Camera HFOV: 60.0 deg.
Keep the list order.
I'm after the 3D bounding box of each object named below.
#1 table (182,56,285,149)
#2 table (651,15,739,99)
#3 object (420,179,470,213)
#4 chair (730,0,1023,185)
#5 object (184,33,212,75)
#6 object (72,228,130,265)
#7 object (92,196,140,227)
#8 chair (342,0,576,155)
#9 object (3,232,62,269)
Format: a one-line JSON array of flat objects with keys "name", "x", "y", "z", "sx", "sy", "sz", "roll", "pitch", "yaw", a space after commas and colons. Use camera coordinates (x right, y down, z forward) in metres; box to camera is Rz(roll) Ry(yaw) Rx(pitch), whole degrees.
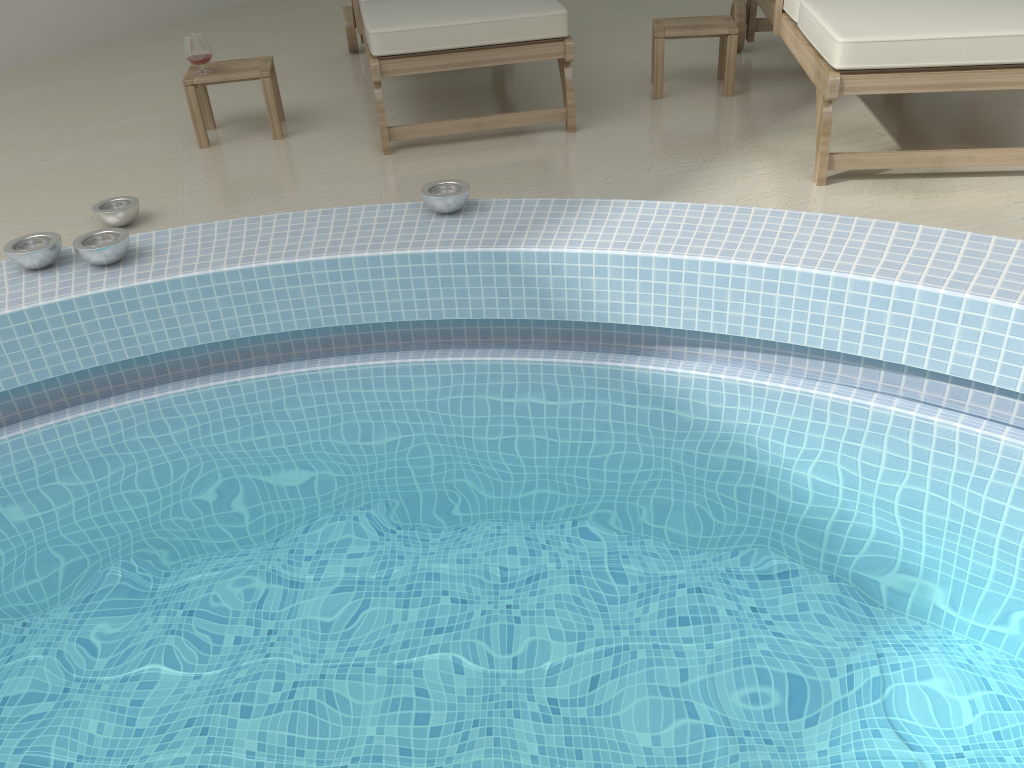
[{"name": "table", "x": -1.084, "y": -1.112, "z": 3.489, "sx": 0.320, "sy": 0.255, "sz": 0.283, "roll": -9, "pitch": 33, "yaw": -7}, {"name": "table", "x": 0.740, "y": -1.344, "z": 3.639, "sx": 0.320, "sy": 0.255, "sz": 0.283, "roll": 0, "pitch": 33, "yaw": 7}, {"name": "object", "x": -0.184, "y": -0.518, "z": 2.492, "sx": 0.140, "sy": 0.069, "sz": 0.140, "roll": -5, "pitch": 33, "yaw": -1}, {"name": "chair", "x": 1.354, "y": -1.488, "z": 3.228, "sx": 0.861, "sy": 0.866, "sz": 1.903, "roll": 0, "pitch": 33, "yaw": 7}, {"name": "object", "x": -1.181, "y": -1.243, "z": 3.339, "sx": 0.102, "sy": 0.137, "sz": 0.102, "roll": 24, "pitch": 42, "yaw": 36}, {"name": "object", "x": -1.073, "y": -0.352, "z": 2.337, "sx": 0.140, "sy": 0.069, "sz": 0.140, "roll": -5, "pitch": 33, "yaw": -1}, {"name": "object", "x": -1.232, "y": -0.531, "z": 2.778, "sx": 0.140, "sy": 0.069, "sz": 0.140, "roll": -5, "pitch": 33, "yaw": -1}, {"name": "chair", "x": -0.314, "y": -1.746, "z": 3.818, "sx": 0.861, "sy": 0.866, "sz": 1.903, "roll": -9, "pitch": 33, "yaw": -7}, {"name": "object", "x": -1.256, "y": -0.342, "z": 2.343, "sx": 0.140, "sy": 0.069, "sz": 0.140, "roll": -5, "pitch": 33, "yaw": -1}]
